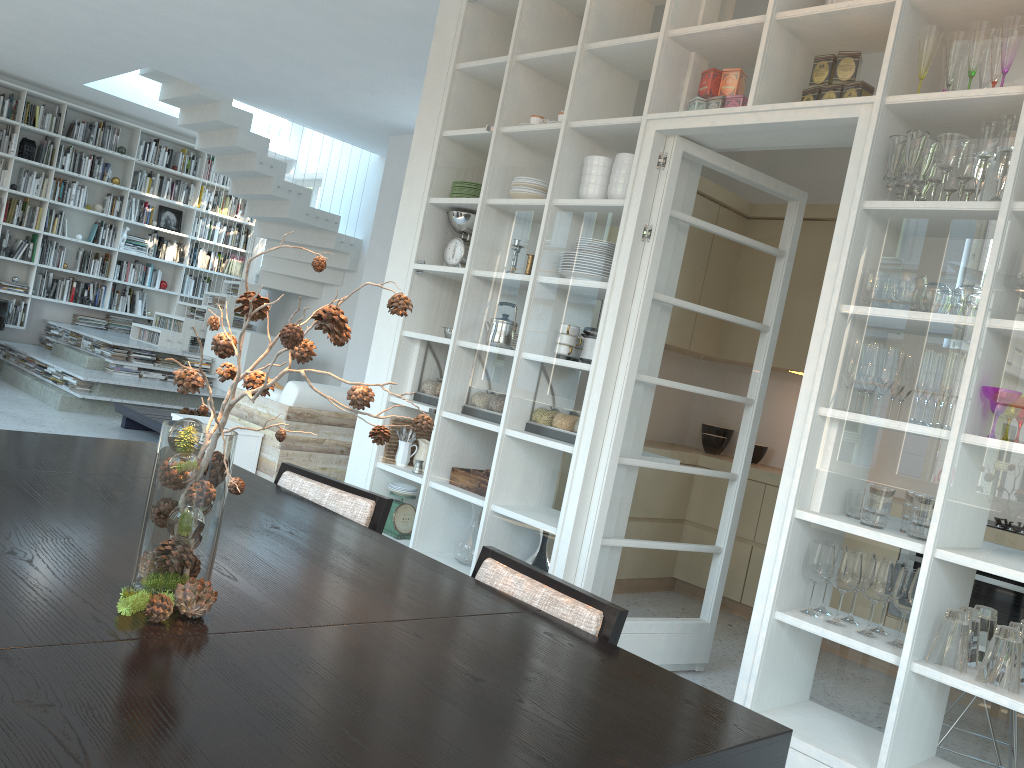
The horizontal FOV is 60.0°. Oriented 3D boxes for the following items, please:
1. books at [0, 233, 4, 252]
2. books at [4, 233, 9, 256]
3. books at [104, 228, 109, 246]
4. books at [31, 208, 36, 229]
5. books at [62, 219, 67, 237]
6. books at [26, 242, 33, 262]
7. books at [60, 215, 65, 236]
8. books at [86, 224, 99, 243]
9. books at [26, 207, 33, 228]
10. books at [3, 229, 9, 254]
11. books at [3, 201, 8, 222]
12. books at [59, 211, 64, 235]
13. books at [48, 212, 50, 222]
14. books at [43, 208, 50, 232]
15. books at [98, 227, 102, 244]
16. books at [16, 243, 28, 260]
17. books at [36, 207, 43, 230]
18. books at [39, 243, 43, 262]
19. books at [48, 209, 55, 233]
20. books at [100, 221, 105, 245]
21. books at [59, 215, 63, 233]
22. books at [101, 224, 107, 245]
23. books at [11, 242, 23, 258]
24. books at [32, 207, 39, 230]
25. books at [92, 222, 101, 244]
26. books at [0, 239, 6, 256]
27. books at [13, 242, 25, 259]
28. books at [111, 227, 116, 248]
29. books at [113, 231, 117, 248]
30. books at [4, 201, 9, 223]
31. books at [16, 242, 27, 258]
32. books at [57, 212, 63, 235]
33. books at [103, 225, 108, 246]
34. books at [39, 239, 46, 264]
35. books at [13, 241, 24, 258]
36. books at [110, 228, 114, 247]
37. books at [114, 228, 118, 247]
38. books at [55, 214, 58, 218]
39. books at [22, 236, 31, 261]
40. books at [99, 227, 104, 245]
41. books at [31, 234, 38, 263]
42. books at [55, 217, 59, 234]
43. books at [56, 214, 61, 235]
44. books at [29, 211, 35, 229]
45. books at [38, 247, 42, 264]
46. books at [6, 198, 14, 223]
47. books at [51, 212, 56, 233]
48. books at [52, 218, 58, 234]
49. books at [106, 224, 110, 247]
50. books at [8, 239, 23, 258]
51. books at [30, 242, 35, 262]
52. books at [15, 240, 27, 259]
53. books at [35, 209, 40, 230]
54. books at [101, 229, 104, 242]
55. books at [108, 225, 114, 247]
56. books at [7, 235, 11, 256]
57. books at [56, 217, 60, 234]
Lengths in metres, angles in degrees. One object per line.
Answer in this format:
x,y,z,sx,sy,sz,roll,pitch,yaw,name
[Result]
-5.755,-1.569,9.944,0.028,0.253,0.142,10,2,-44,books
-5.714,-1.568,9.989,0.012,0.266,0.157,10,2,-44,books
-4.908,-1.771,10.678,0.012,0.224,0.177,10,2,-44,books
-5.487,-1.886,10.125,0.028,0.239,0.145,10,2,-44,books
-5.229,-1.821,10.353,0.051,0.210,0.176,10,2,-44,books
-5.533,-1.512,10.138,0.029,0.223,0.170,10,2,-44,books
-5.264,-1.852,10.351,0.007,0.254,0.160,10,2,-44,books
-5.013,-1.798,10.597,0.056,0.241,0.153,10,2,-44,books
-5.503,-1.889,10.070,0.027,0.242,0.188,10,2,-44,books
-5.712,-1.588,9.973,0.013,0.307,0.141,10,2,-44,books
-5.693,-1.927,9.926,0.014,0.244,0.145,10,2,-44,books
-5.271,-1.870,10.329,0.013,0.287,0.158,10,2,-44,books
-5.379,-1.869,10.240,0.007,0.244,0.145,10,2,-44,books
-5.377,-1.890,10.211,0.035,0.288,0.191,10,2,-44,books
-4.966,-1.774,10.629,0.006,0.210,0.187,10,2,-44,books
-5.597,-1.512,10.100,0.091,0.205,0.169,10,2,-44,books
-5.445,-1.893,10.173,0.033,0.269,0.141,10,2,-44,books
-5.465,-1.509,10.243,0.011,0.239,0.136,10,2,-44,books
-5.335,-1.877,10.231,0.013,0.279,0.191,10,2,-44,books
-4.952,-1.815,10.655,0.013,0.295,0.153,10,2,-44,books
-5.279,-1.865,10.323,0.006,0.274,0.166,10,2,-44,books
-4.930,-1.795,10.661,0.018,0.263,0.164,10,2,-44,books
-5.630,-1.521,10.049,0.089,0.210,0.175,10,2,-44,books
-5.464,-1.895,10.137,0.032,0.266,0.142,10,2,-44,books
-4.980,-1.805,10.618,0.021,0.264,0.174,10,2,-44,books
-5.728,-1.532,9.950,0.027,0.192,0.182,10,2,-44,books
-5.622,-1.521,10.079,0.090,0.212,0.143,10,2,-44,books
-4.848,-1.774,10.731,0.011,0.253,0.169,10,2,-44,books
-4.851,-1.754,10.754,0.023,0.212,0.164,10,2,-44,books
-5.690,-1.928,9.945,0.013,0.247,0.176,10,2,-44,books
-5.613,-1.521,10.098,0.090,0.215,0.139,10,2,-44,books
-5.279,-1.863,10.315,0.006,0.270,0.178,10,2,-44,books
-4.920,-1.791,10.673,0.015,0.259,0.152,10,2,-44,books
-5.440,-1.532,10.242,0.018,0.295,0.177,10,2,-44,books
-5.631,-1.530,10.075,0.095,0.226,0.144,10,2,-44,books
-4.870,-1.774,10.735,0.013,0.245,0.158,10,2,-44,books
-4.829,-1.767,10.759,0.010,0.245,0.158,10,2,-44,books
-5.317,-1.856,10.288,0.008,0.242,0.168,10,2,-44,books
-5.555,-1.549,10.138,0.013,0.286,0.138,10,2,-44,books
-4.958,-1.777,10.636,0.013,0.219,0.187,10,2,-44,books
-5.498,-1.558,10.173,0.014,0.325,0.182,10,2,-44,books
-5.313,-1.838,10.296,0.014,0.209,0.156,10,2,-44,books
-5.296,-1.852,10.314,0.017,0.243,0.132,10,2,-44,books
-5.495,-1.869,10.093,0.034,0.204,0.181,10,2,-44,books
-5.474,-1.484,10.228,0.015,0.188,0.168,10,2,-44,books
-5.646,-1.942,9.947,0.035,0.293,0.144,10,2,-44,books
-5.338,-1.867,10.271,0.013,0.256,0.144,10,2,-44,books
-5.313,-1.829,10.261,0.017,0.192,0.191,10,2,-44,books
-4.901,-1.795,10.701,0.032,0.275,0.154,10,2,-44,books
-5.637,-1.531,10.034,0.095,0.228,0.189,10,2,-44,books
-5.522,-1.512,10.164,0.021,0.226,0.148,10,2,-44,books
-5.607,-1.533,10.088,0.094,0.238,0.149,10,2,-44,books
-5.462,-1.886,10.161,0.019,0.248,0.148,10,2,-44,books
-4.953,-1.782,10.663,0.007,0.230,0.146,10,2,-44,books
-4.870,-1.788,10.701,0.012,0.273,0.183,10,2,-44,books
-5.699,-1.557,10.006,0.035,0.248,0.140,10,2,-44,books
-5.300,-1.837,10.297,0.007,0.212,0.158,10,2,-44,books
